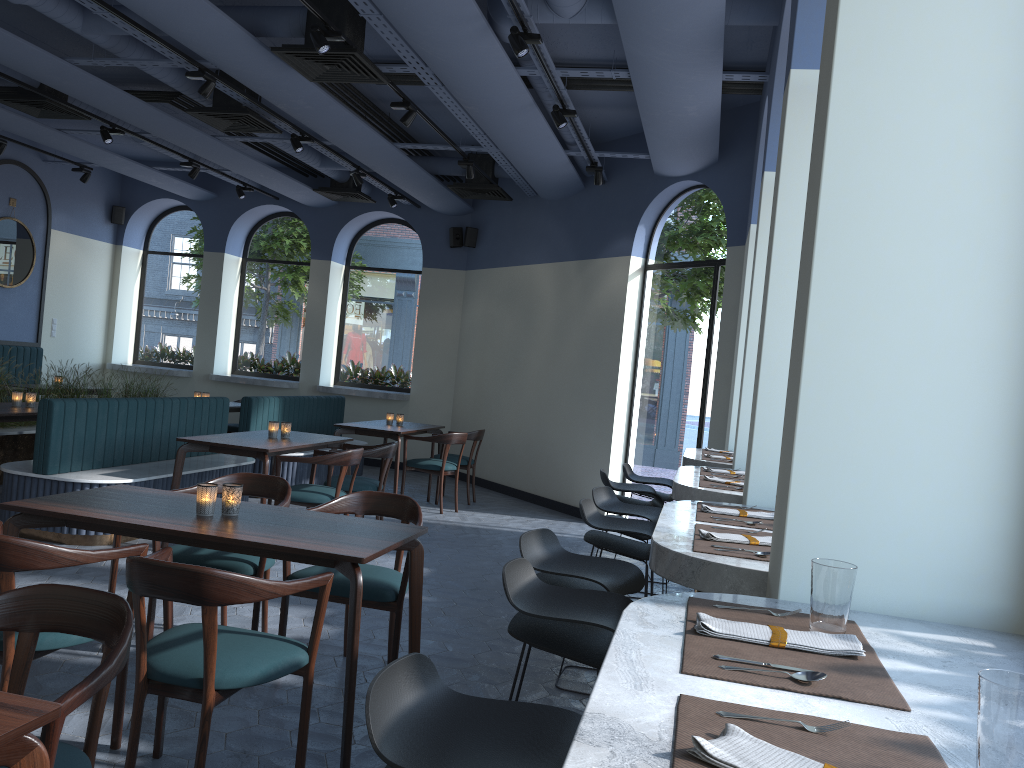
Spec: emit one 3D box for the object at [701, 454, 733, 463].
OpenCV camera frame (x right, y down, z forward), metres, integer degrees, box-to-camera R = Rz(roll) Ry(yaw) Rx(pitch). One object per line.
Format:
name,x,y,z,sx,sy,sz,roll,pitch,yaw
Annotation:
object,1.372,0.469,5.650,0.322,0.027,0.497,6,1,12

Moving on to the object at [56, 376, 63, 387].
object,-5.153,-0.028,10.092,0.078,0.120,0.078,6,1,-5

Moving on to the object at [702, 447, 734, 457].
object,1.493,0.474,6.199,0.322,0.027,0.497,6,1,12

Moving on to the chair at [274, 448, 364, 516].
chair,-1.345,0.818,6.203,0.525,0.793,0.618,6,1,12

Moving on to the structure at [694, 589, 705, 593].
structure,-1.056,1.158,3.065,6.894,0.250,5.649,5,1,-16

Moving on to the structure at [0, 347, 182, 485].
structure,-4.703,0.247,8.639,1.143,1.207,4.878,6,1,14

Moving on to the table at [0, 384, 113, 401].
table,-5.227,0.404,10.159,0.548,0.755,1.332,6,1,12

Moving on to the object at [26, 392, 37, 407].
object,-3.940,0.128,7.259,0.078,0.120,0.078,6,1,-5

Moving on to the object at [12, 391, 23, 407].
object,-4.020,0.121,7.202,0.078,0.120,0.078,6,1,-5

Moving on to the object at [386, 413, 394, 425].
object,-1.276,0.363,9.270,0.078,0.120,0.078,6,1,29

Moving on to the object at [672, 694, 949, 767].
object,0.333,0.429,0.942,0.322,0.027,0.497,6,1,12

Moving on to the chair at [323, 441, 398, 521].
chair,-1.187,0.824,6.910,0.525,0.793,0.618,6,1,-1

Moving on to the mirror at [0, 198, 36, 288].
mirror,-6.465,-1.723,9.046,0.026,1.089,4.357,6,1,12

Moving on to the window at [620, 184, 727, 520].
window,1.584,-0.202,8.322,0.020,3.335,1.298,5,1,-33

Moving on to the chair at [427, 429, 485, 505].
chair,-0.587,0.850,9.415,0.525,0.793,0.618,6,1,12

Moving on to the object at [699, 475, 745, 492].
object,1.030,0.456,4.101,0.322,0.027,0.497,6,1,12

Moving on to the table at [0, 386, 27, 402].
table,-5.529,0.392,8.792,0.548,0.755,1.332,6,1,12

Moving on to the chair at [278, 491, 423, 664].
chair,-0.688,0.911,3.992,0.618,0.793,0.525,6,1,12

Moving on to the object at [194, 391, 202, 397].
object,-3.447,0.144,9.719,0.078,0.120,0.078,6,1,29

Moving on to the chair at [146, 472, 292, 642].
chair,-1.339,0.844,4.199,0.618,0.793,0.525,6,1,12

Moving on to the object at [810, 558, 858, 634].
object,0.580,0.392,1.615,0.080,0.132,0.080,6,1,27

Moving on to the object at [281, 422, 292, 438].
object,-1.727,0.351,6.768,0.078,0.120,0.078,6,1,-5

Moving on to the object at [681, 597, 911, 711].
object,0.461,0.433,1.521,0.322,0.027,0.497,6,1,12

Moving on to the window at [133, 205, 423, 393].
window,-0.589,-0.928,7.679,3.897,2.394,14.212,5,1,-27

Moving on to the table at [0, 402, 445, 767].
table,-2.473,0.732,5.673,3.997,0.755,9.778,6,1,-4

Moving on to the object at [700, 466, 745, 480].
object,1.151,0.460,4.650,0.322,0.027,0.497,6,1,12

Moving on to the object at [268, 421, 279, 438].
object,-1.806,0.344,6.711,0.078,0.120,0.078,6,1,-5

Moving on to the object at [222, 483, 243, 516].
object,-1.104,0.455,3.491,0.078,0.120,0.078,6,1,29

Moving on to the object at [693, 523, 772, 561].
object,0.682,0.442,2.524,0.322,0.027,0.497,6,1,12

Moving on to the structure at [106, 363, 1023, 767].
structure,-0.897,0.276,7.580,4.315,0.080,14.155,5,1,-26

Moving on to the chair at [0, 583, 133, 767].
chair,-1.142,0.893,1.938,0.618,0.793,0.525,6,1,12

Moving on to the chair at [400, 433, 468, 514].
chair,-0.736,0.844,8.744,0.525,0.793,0.618,6,1,36

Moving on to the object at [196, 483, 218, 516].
object,-1.184,0.448,3.435,0.078,0.120,0.078,6,1,29

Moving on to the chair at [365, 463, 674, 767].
chair,-1.209,0.784,3.683,3.651,0.949,6.322,6,1,11

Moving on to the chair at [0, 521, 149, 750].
chair,-1.619,0.834,2.913,0.618,0.793,0.525,6,1,12

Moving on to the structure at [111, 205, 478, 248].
structure,-3.682,-2.117,6.190,7.261,0.268,13.143,6,1,-4

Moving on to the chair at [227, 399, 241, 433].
chair,-3.231,0.575,10.670,0.618,0.793,0.525,6,1,12

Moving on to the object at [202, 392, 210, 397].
object,-3.351,0.154,9.703,0.078,0.120,0.078,6,1,29

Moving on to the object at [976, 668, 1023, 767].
object,0.561,0.398,0.995,0.080,0.132,0.080,6,1,27

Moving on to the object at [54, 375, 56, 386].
object,-5.209,-0.034,10.172,0.078,0.120,0.078,6,1,-5

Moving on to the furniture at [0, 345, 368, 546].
furniture,-4.376,0.309,8.565,4.703,1.150,4.800,6,1,12

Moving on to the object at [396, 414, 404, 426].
object,-1.171,0.373,9.263,0.078,0.120,0.078,6,1,29

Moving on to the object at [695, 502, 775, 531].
object,0.803,0.447,3.073,0.322,0.027,0.497,6,1,12

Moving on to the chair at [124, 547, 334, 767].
chair,-0.954,0.901,2.766,0.618,0.793,0.525,6,1,12
